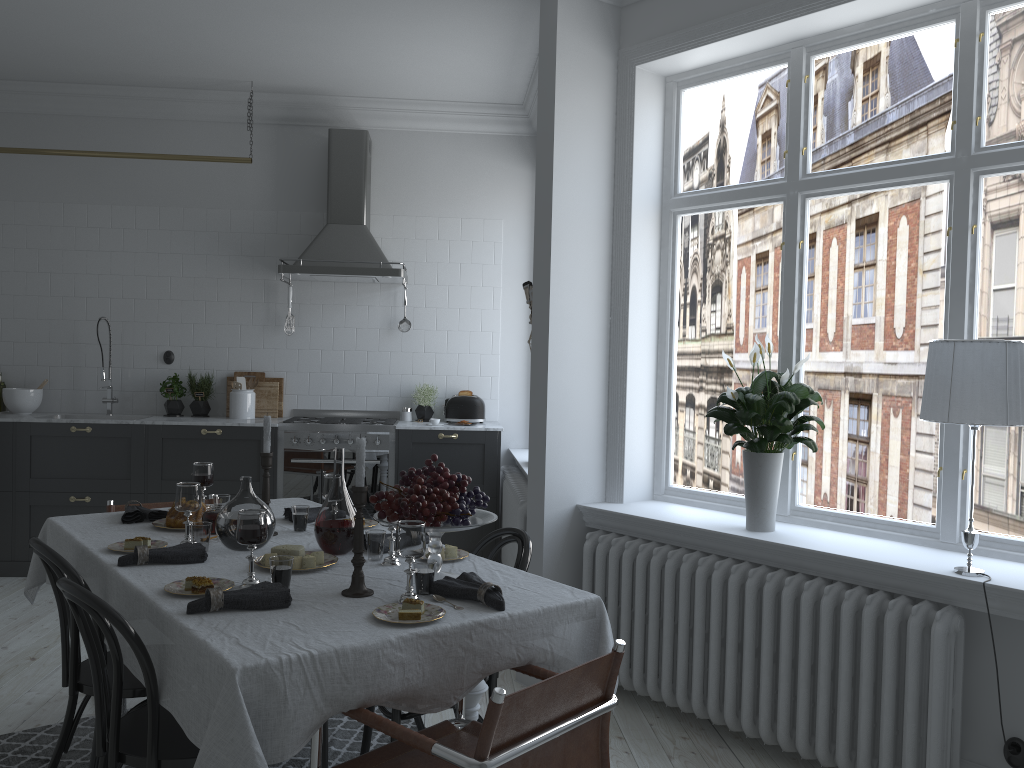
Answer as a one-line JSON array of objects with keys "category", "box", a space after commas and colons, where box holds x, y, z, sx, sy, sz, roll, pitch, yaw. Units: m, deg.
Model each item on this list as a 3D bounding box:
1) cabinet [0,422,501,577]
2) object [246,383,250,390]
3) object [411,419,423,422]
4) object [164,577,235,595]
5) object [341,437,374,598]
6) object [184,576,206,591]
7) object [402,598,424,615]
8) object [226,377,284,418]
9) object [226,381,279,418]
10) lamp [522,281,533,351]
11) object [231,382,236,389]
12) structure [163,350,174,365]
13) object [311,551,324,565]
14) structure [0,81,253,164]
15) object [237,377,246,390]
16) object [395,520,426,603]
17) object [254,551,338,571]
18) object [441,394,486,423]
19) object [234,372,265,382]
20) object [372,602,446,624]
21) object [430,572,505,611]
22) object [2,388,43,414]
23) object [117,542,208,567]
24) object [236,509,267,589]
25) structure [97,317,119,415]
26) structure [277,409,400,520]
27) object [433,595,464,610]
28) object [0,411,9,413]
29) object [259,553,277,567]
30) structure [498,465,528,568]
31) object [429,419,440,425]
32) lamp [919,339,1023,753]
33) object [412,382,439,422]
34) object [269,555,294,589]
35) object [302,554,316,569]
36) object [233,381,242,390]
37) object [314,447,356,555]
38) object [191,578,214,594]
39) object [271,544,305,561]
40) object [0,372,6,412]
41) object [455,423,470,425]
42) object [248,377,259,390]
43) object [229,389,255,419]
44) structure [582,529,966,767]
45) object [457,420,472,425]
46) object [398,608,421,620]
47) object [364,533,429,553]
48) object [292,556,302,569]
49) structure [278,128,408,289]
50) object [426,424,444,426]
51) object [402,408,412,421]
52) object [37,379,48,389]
[{"category": "cabinet", "box": [-2.035, 0.771, 6.162, 3.897, 1.012, 0.646, 1, 2, -4]}, {"category": "object", "box": [-1.888, 0.116, 6.330, 0.050, 0.247, 0.114, 0, 2, -40]}, {"category": "object", "box": [-0.684, 0.265, 6.366, 0.091, 0.018, 0.062, 1, 2, -7]}, {"category": "object", "box": [-0.860, 0.562, 2.444, 0.182, 0.013, 0.182, 2, 2, 11]}, {"category": "object", "box": [-0.420, 0.363, 2.441, 0.089, 0.432, 0.089, 2, 2, 18]}, {"category": "object", "box": [-0.873, 0.549, 2.446, 0.057, 0.037, 0.021, 1, 2, -23]}, {"category": "object", "box": [-0.253, 0.569, 2.272, 0.057, 0.037, 0.021, 2, 2, 16]}, {"category": "object", "box": [-1.872, 0.097, 6.461, 0.400, 0.290, 0.030, 1, 2, -4]}, {"category": "object", "box": [-1.872, 0.113, 6.405, 0.360, 0.261, 0.053, 1, 2, -4]}, {"category": "lamp", "box": [0.145, -0.015, 4.303, 0.131, 0.977, 0.312, 1, 2, -30]}, {"category": "object", "box": [-1.942, 0.115, 6.280, 0.117, 0.251, 0.061, 2, 2, 25]}, {"category": "structure", "box": [-2.482, -0.191, 6.407, 0.079, 0.103, 0.032, 1, 2, -4]}, {"category": "object", "box": [-0.619, 0.543, 2.798, 0.039, 0.040, 0.077, 1, 2, -25]}, {"category": "structure", "box": [-2.757, -1.808, 5.976, 1.988, 0.556, 0.053, 1, 2, -4]}, {"category": "object", "box": [-1.912, 0.095, 6.297, 0.064, 0.290, 0.141, 1, 2, -31]}, {"category": "object", "box": [-0.273, 0.479, 2.380, 0.083, 0.215, 0.083, 1, 2, 0]}, {"category": "object", "box": [-0.670, 0.557, 2.762, 0.251, 0.018, 0.251, 1, 2, -4]}, {"category": "object", "box": [-0.351, 0.176, 6.467, 0.326, 0.207, 0.219, 1, 2, 1]}, {"category": "object", "box": [-1.906, 0.077, 6.426, 0.220, 0.330, 0.041, 1, 2, -4]}, {"category": "object", "box": [-0.260, 0.583, 2.241, 0.182, 0.013, 0.182, 2, 2, 6]}, {"category": "object", "box": [-0.080, 0.560, 2.439, 0.247, 0.061, 0.165, 3, 2, 35]}, {"category": "object", "box": [-3.422, 0.121, 6.202, 0.247, 0.175, 0.247, 2, 2, 9]}, {"category": "object", "box": [-1.063, 0.526, 2.742, 0.165, 0.061, 0.247, 3, 2, 35]}, {"category": "object", "box": [-0.732, 0.464, 2.493, 0.083, 0.215, 0.083, 1, 2, 0]}, {"category": "structure", "box": [-2.828, -0.121, 6.162, 0.100, 0.692, 0.266, 1, 2, -4]}, {"category": "structure", "box": [-1.203, 0.749, 6.223, 0.779, 1.096, 0.651, 1, 2, -4]}, {"category": "object", "box": [-0.170, 0.582, 2.367, 0.031, 0.012, 0.131, 0, 2, -42]}, {"category": "object", "box": [-3.668, 0.198, 6.198, 0.180, 0.008, 0.272, 1, 2, -4]}, {"category": "object", "box": [-0.744, 0.532, 2.714, 0.039, 0.040, 0.078, 1, 2, -30]}, {"category": "structure", "box": [0.069, 0.991, 5.678, 0.245, 0.753, 1.673, 1, 2, -4]}, {"category": "object", "box": [-0.531, 0.261, 6.108, 0.072, 0.040, 0.070, 1, 2, -12]}, {"category": "lamp", "box": [1.503, 0.525, 2.906, 0.335, 1.331, 0.335, 1, 2, -17]}, {"category": "object", "box": [-0.633, 0.131, 6.442, 0.210, 0.283, 0.220, 2, 2, 8]}, {"category": "object", "box": [-0.638, 0.527, 2.450, 0.066, 0.094, 0.066, 1, 2, -16]}, {"category": "object", "box": [-0.639, 0.547, 2.741, 0.040, 0.039, 0.077, 0, 2, -35]}, {"category": "object", "box": [-1.947, 0.110, 6.256, 0.054, 0.262, 0.149, 1, 2, -30]}, {"category": "object", "box": [-0.577, 0.387, 2.946, 0.152, 0.352, 0.152, 0, 2, -44]}, {"category": "object", "box": [-0.844, 0.550, 2.418, 0.036, 0.039, 0.051, 3, 2, 35]}, {"category": "object", "box": [-0.700, 0.536, 2.784, 0.100, 0.056, 0.056, 2, 2, 13]}, {"category": "object", "box": [-3.625, 0.059, 6.282, 0.089, 0.282, 0.082, 1, 2, -4]}, {"category": "object", "box": [-0.379, 0.276, 6.160, 0.209, 0.008, 0.018, 2, 2, 31]}, {"category": "object", "box": [-1.879, 0.094, 6.328, 0.131, 0.296, 0.056, 1, 2, -25]}, {"category": "object", "box": [-1.911, 0.141, 6.288, 0.174, 0.208, 0.174, 1, 2, -9]}, {"category": "structure", "box": [0.914, 1.072, 3.495, 0.245, 0.753, 1.710, 0, 2, -42]}, {"category": "object", "box": [-0.340, 0.270, 6.198, 0.119, 0.031, 0.074, 2, 2, 28]}, {"category": "object", "box": [-0.257, 0.579, 2.230, 0.057, 0.021, 0.037, 1, 2, -4]}, {"category": "object", "box": [-0.423, 0.534, 3.076, 0.165, 0.061, 0.247, 3, 2, 35]}, {"category": "object", "box": [-0.684, 0.545, 2.703, 0.077, 0.040, 0.040, 2, 2, 15]}, {"category": "structure", "box": [-1.155, -1.232, 6.208, 0.843, 1.079, 0.567, 1, 2, -4]}, {"category": "object", "box": [-0.530, 0.281, 6.109, 0.126, 0.008, 0.126, 2, 2, 22]}, {"category": "object", "box": [-0.762, 0.222, 6.449, 0.072, 0.095, 0.072, 3, 2, 41]}, {"category": "object", "box": [-3.363, 0.083, 6.235, 0.042, 0.232, 0.209, 3, 2, 36]}]
